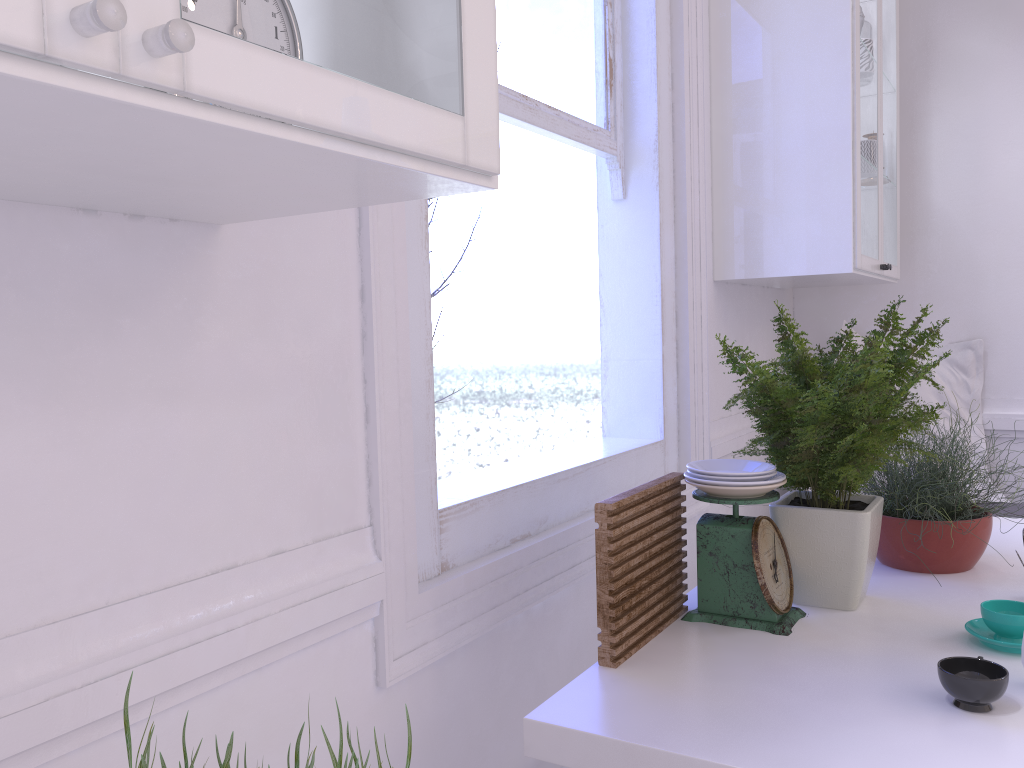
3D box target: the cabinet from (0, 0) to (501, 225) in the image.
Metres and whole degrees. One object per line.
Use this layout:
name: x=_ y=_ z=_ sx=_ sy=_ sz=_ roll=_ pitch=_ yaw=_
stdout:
cabinet: x=-0.394 y=-0.816 z=0.552 sx=0.425 sy=1.311 sz=0.823 roll=0 pitch=4 yaw=31

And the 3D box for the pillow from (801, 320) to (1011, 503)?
pillow: x=1.330 y=0.093 z=3.094 sx=0.677 sy=0.642 sz=0.374 roll=-2 pitch=3 yaw=2

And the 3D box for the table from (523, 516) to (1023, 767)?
table: x=0.728 y=0.679 z=1.578 sx=0.736 sy=0.619 sz=1.514 roll=0 pitch=4 yaw=31

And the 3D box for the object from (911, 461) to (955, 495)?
object: x=1.016 y=0.252 z=2.163 sx=0.115 sy=0.152 sz=0.127 roll=-1 pitch=3 yaw=14

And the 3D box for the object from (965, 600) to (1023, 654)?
object: x=0.734 y=0.356 z=1.305 sx=0.121 sy=0.055 sz=0.121 roll=-3 pitch=3 yaw=-18

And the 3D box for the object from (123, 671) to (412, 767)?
object: x=-0.141 y=0.336 z=0.500 sx=0.196 sy=0.367 sz=0.186 roll=-2 pitch=3 yaw=-14

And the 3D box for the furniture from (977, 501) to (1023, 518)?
furniture: x=2.463 y=0.654 z=2.143 sx=3.296 sy=0.508 sz=0.769 roll=0 pitch=4 yaw=31

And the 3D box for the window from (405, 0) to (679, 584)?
window: x=0.040 y=-0.601 z=1.923 sx=0.181 sy=1.782 sz=1.234 roll=0 pitch=4 yaw=31

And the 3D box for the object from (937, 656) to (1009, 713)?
object: x=0.574 y=0.376 z=1.102 sx=0.082 sy=0.048 sz=0.079 roll=-2 pitch=3 yaw=-9

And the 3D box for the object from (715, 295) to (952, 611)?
object: x=0.549 y=0.113 z=1.515 sx=0.368 sy=0.527 sz=0.438 roll=0 pitch=4 yaw=31

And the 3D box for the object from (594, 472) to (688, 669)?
object: x=0.208 y=0.277 z=1.382 sx=0.028 sy=0.237 sz=0.294 roll=0 pitch=4 yaw=31

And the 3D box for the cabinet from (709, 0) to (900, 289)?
cabinet: x=0.961 y=-0.980 z=2.788 sx=0.425 sy=1.311 sz=0.823 roll=0 pitch=4 yaw=31

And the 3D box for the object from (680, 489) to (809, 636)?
object: x=0.380 y=0.282 z=1.461 sx=0.185 sy=0.208 sz=0.159 roll=0 pitch=4 yaw=31

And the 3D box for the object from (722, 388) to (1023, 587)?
object: x=0.819 y=0.189 z=1.776 sx=0.668 sy=0.367 sz=0.531 roll=-4 pitch=4 yaw=-34

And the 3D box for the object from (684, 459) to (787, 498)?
object: x=0.365 y=0.156 z=1.455 sx=0.164 sy=0.047 sz=0.163 roll=-2 pitch=3 yaw=-9
